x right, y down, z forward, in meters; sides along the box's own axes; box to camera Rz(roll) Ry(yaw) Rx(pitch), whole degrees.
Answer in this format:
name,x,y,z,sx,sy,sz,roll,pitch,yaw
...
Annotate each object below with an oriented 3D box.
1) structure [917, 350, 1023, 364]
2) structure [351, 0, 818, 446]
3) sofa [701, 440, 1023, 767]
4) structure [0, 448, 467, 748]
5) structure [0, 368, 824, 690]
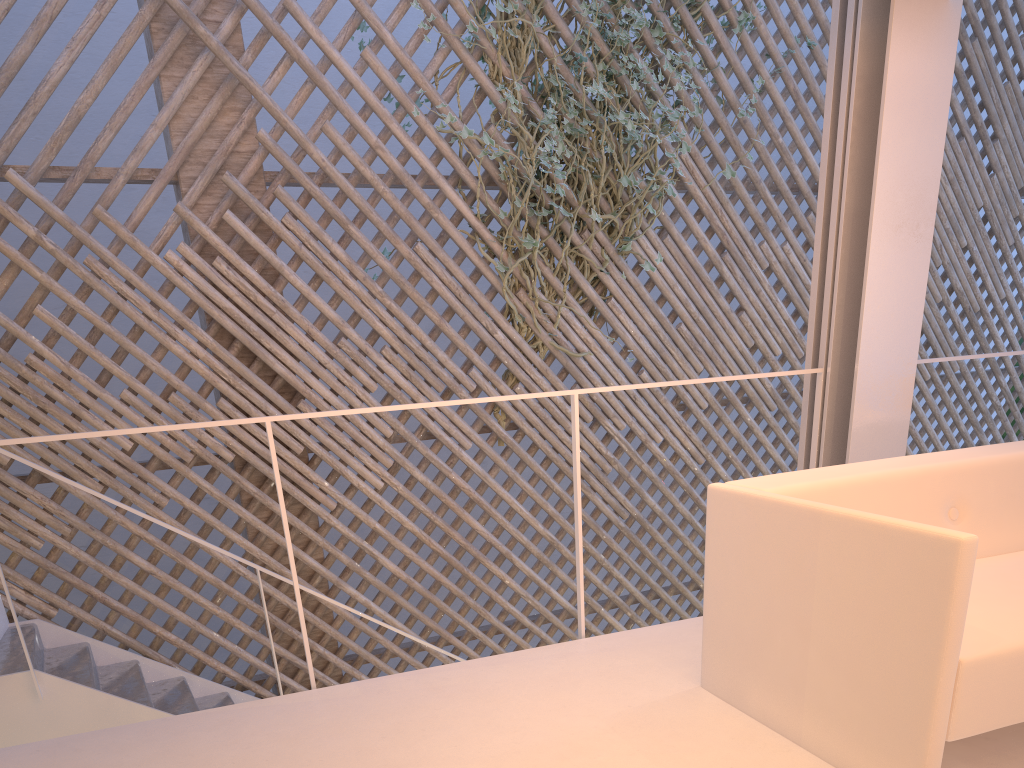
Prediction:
name,x,y,z,sx,sy,sz,roll,pitch,yaw
structure,1.601,0.182,2.126,1.676,0.624,0.025,-5,20,-18
structure,0.477,-1.226,2.839,2.298,2.998,0.674,-10,21,-25
sofa,0.868,0.314,1.319,0.971,0.409,0.461,-6,11,-19
structure,-0.469,1.048,2.457,1.916,2.161,1.085,-10,18,-24
structure,-0.128,0.325,1.566,1.678,0.624,0.025,-5,20,-18
